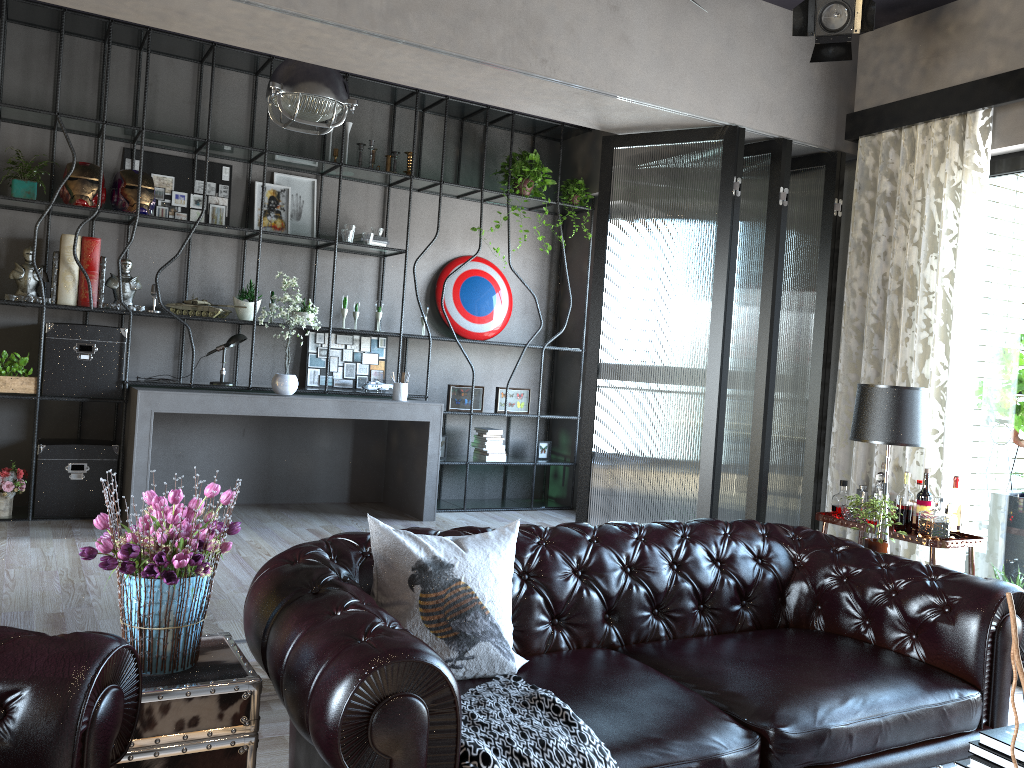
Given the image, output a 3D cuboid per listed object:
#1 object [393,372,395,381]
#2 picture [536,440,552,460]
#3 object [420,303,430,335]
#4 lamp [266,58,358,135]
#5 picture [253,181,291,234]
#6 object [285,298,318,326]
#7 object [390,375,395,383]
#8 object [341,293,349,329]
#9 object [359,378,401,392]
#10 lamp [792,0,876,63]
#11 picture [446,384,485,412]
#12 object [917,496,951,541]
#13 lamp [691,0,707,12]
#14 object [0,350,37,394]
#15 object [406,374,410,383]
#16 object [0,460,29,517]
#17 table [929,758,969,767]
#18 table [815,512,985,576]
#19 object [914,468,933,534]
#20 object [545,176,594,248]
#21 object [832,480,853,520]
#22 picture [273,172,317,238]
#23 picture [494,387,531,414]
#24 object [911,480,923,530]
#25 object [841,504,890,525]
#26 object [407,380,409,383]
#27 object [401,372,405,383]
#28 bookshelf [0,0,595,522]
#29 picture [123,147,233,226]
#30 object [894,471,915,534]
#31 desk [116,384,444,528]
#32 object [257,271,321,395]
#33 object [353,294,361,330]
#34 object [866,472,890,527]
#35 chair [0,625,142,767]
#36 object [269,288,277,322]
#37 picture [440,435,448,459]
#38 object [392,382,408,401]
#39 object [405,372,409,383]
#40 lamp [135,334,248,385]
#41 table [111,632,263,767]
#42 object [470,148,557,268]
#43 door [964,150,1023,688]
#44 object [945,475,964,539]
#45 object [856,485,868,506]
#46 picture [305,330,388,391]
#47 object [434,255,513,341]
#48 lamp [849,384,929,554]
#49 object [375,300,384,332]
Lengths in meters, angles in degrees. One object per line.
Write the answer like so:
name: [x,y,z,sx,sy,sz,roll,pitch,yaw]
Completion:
object: [-0.884,0.012,6.689,0.046,0.202,0.023,4,0,7]
picture: [0.276,0.578,7.744,0.137,0.165,0.032,4,0,-29]
object: [-0.718,-0.524,7.216,0.113,0.270,0.113,4,1,-40]
lamp: [-1.206,-2.080,5.225,0.516,1.149,0.534,4,1,38]
picture: [-1.813,-1.308,6.705,0.267,0.414,0.101,4,0,-29]
object: [-1.571,-0.543,6.646,0.235,0.213,0.235,4,1,16]
object: [-0.865,0.022,6.683,0.137,0.190,0.009,4,0,-26]
object: [-1.271,-0.555,6.719,0.113,0.275,0.113,4,0,-25]
object: [-1.060,0.006,7.020,0.379,0.111,0.351,4,1,4]
lamp: [1.557,-1.780,4.270,0.359,0.519,0.561,4,1,21]
picture: [-0.378,0.117,7.220,0.313,0.212,0.049,4,1,-29]
object: [2.011,0.644,4.222,0.101,0.211,0.101,4,0,-14]
lamp: [0.674,-1.840,3.788,0.554,0.503,0.359,5,1,41]
object: [-3.183,-0.080,5.641,0.304,0.265,0.180,4,1,-29]
object: [-0.804,0.006,6.706,0.062,0.169,0.009,4,0,-30]
object: [-3.302,0.662,5.687,0.345,0.362,0.332,4,1,-26]
table: [1.116,1.212,1.917,1.254,0.469,0.684,3,1,-29]
table: [1.941,1.084,4.520,0.438,0.732,0.803,4,1,-33]
object: [2.058,0.585,4.420,0.080,0.329,0.080,4,0,-38]
object: [0.475,-1.457,7.556,0.444,0.633,0.401,4,1,-11]
object: [1.776,0.620,4.764,0.087,0.206,0.087,4,0,-4]
picture: [-1.676,-1.351,6.827,0.331,0.514,0.119,4,0,-29]
picture: [0.007,0.138,7.434,0.313,0.212,0.048,4,1,-29]
object: [2.085,0.622,4.551,0.067,0.257,0.099,4,0,-24]
object: [1.843,0.684,4.623,0.245,0.092,0.151,4,1,12]
object: [-0.815,0.039,6.684,0.068,0.159,0.009,4,0,-16]
object: [-0.832,0.015,6.726,0.023,0.204,0.037,4,0,10]
bookshelf: [-1.430,-0.667,6.777,4.481,3.282,0.527,4,1,-29]
picture: [-2.427,-1.405,6.444,0.749,0.503,0.058,4,1,-29]
object: [1.971,0.592,4.443,0.081,0.307,0.081,4,0,10]
desk: [-1.675,0.513,6.497,2.128,0.886,0.845,3,1,-29]
object: [-1.532,-0.351,6.148,0.420,0.852,0.398,4,0,17]
object: [-1.245,-0.574,7.075,0.113,0.302,0.113,4,0,-10]
object: [1.855,0.589,4.475,0.114,0.292,0.114,4,0,-1]
chair: [-1.428,0.857,1.249,1.244,0.845,1.493,4,1,1]
object: [-1.812,-0.592,6.704,0.113,0.273,0.113,4,0,27]
picture: [-0.613,0.512,7.227,0.172,0.190,0.036,4,0,-29]
object: [-0.844,0.060,6.682,0.110,0.137,0.110,4,1,-19]
object: [-0.810,-0.003,6.717,0.052,0.185,0.009,4,0,-27]
lamp: [-2.277,-0.196,6.347,0.739,0.371,0.205,4,1,-5]
table: [-0.893,0.993,2.218,0.417,0.609,0.406,4,1,-29]
object: [0.000,-1.438,7.296,0.720,1.026,0.650,4,1,-11]
door: [2.968,0.196,3.706,0.111,2.680,2.670,4,1,-29]
object: [2.192,0.607,4.392,0.081,0.308,0.081,4,0,-37]
object: [1.897,0.642,4.818,0.052,0.182,0.135,4,1,8]
picture: [-1.312,-0.180,7.077,0.665,0.447,0.051,4,1,-29]
object: [-0.316,-0.736,7.591,0.750,0.739,0.185,4,1,-29]
lamp: [1.693,0.423,4.013,0.333,0.832,0.333,4,0,-26]
object: [-1.037,-0.528,6.893,0.113,0.246,0.113,4,0,-10]
